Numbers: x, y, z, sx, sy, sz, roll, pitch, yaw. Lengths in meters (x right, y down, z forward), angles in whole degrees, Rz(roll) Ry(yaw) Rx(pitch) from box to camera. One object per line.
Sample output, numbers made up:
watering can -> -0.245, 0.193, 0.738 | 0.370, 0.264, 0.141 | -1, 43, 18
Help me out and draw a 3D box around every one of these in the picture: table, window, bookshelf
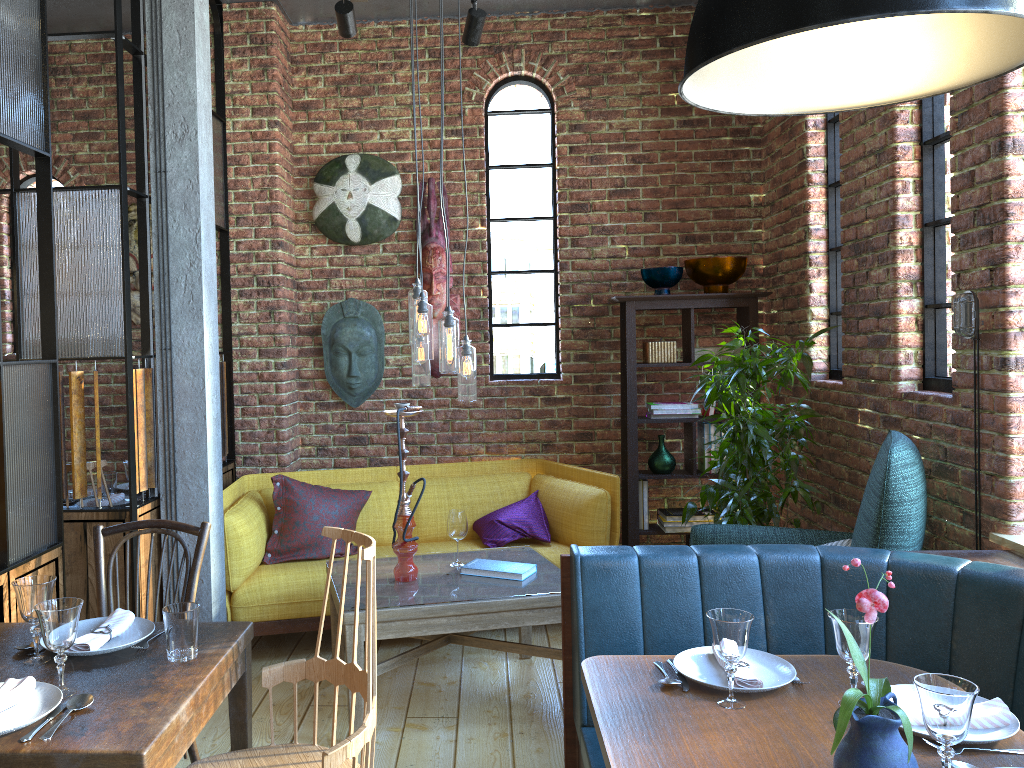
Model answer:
table -> -1.042, 1.018, 1.998 | 0.754, 0.726, 0.748 | -1, 2, 1
window -> 0.796, -0.705, 2.600 | 3.293, 2.427, 8.909 | -3, 3, -34
table -> -0.254, 1.026, 3.593 | 0.917, 0.508, 0.766 | -2, 2, -13
table -> 0.607, 1.037, 1.418 | 0.825, 0.660, 1.536 | -1, 3, 0
bookshelf -> 0.970, 0.351, 4.820 | 0.821, 1.666, 0.315 | -1, 1, 3
table -> -1.928, 0.922, 4.344 | 0.754, 0.726, 0.748 | -1, 2, 1

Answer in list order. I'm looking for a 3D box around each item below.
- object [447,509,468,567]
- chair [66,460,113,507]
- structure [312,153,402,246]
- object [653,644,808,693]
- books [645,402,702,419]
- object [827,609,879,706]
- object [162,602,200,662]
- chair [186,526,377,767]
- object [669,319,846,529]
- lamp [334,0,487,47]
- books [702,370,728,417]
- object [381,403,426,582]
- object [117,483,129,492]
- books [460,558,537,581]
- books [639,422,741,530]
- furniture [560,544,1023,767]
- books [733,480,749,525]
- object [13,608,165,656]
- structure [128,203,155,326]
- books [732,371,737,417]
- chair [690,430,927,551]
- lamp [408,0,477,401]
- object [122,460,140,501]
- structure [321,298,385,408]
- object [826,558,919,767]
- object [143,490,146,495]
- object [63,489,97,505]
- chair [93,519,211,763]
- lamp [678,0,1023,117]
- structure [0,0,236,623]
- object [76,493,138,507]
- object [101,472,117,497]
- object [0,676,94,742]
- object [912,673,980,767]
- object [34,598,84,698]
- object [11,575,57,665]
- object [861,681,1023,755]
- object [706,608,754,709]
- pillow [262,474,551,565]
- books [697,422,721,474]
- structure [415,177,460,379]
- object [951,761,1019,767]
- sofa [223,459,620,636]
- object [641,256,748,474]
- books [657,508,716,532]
object -> -0.230, 0.650, 3.728 | 0.095, 0.228, 0.087 | 0, 2, 39
chair -> -1.844, 0.814, 3.772 | 0.526, 1.005, 0.459 | -2, 2, -12
structure -> -0.893, -1.060, 5.060 | 0.534, 0.520, 0.146 | -1, 1, 3
object -> 0.496, 0.652, 2.044 | 0.328, 0.051, 0.267 | -1, 3, 5
books -> 0.880, 0.144, 4.821 | 0.270, 0.080, 0.178 | -1, 3, 2
object -> 0.722, 0.585, 1.862 | 0.102, 0.191, 0.094 | 0, 2, 30
object -> -0.776, 0.583, 2.070 | 0.083, 0.119, 0.085 | -2, 2, -9
chair -> -0.510, 0.868, 2.023 | 0.434, 1.005, 0.556 | -2, 2, -28
object -> 1.073, 0.465, 3.958 | 0.705, 1.527, 0.884 | -2, 2, -21
lamp -> -3.146, -1.592, 1.568 | 6.290, 0.273, 7.208 | -1, 3, 1
books -> 1.116, 0.050, 4.822 | 0.124, 0.258, 0.162 | -1, 2, 0
object -> -0.423, 0.431, 3.468 | 0.167, 0.703, 0.263 | -2, 2, -9
object -> -1.929, 0.521, 4.567 | 0.328, 0.051, 0.267 | -1, 3, 5
books -> -0.055, 0.753, 3.584 | 0.283, 0.028, 0.155 | 0, 3, 26
books -> 0.969, 0.498, 4.829 | 0.589, 0.574, 0.190 | -1, 1, 2
furniture -> 0.879, 0.950, 1.389 | 1.370, 0.821, 2.607 | -1, 3, 0
books -> 1.231, 0.642, 4.821 | 0.085, 0.272, 0.189 | -1, 2, -1
object -> -1.047, 0.619, 2.196 | 0.328, 0.051, 0.267 | -1, 3, 5
structure -> -2.164, -0.700, 5.158 | 0.592, 0.726, 0.126 | -1, 1, 3
books -> 1.219, 0.048, 4.806 | 0.080, 0.257, 0.177 | -1, 2, -1
chair -> 0.919, 0.720, 3.199 | 1.071, 1.097, 0.778 | 0, 2, 25
lamp -> -0.436, -0.985, 3.615 | 0.522, 2.118, 0.278 | -1, 1, 27
object -> -1.821, 0.464, 4.237 | 0.102, 0.191, 0.095 | -1, 2, 21
structure -> -0.917, -0.178, 5.080 | 0.370, 0.639, 0.103 | -1, 1, 4
object -> 0.606, 0.489, 1.484 | 0.141, 0.431, 0.211 | -1, 2, 19
object -> -1.811, 0.491, 4.411 | 0.088, 0.119, 0.081 | 0, 2, 32
object -> -2.164, 0.540, 4.316 | 0.272, 0.051, 0.322 | -1, 3, 4
chair -> -1.089, 0.894, 2.530 | 0.403, 0.914, 0.525 | -2, 2, -5
lamp -> 0.524, -1.153, 1.381 | 0.545, 1.325, 0.513 | -1, 2, 19
structure -> -3.512, -0.181, 1.339 | 5.902, 3.323, 5.983 | -2, 3, -15
object -> -1.868, 0.543, 4.103 | 0.328, 0.051, 0.267 | -1, 3, 5
object -> -1.992, 0.499, 4.352 | 0.088, 0.119, 0.081 | 0, 2, 32
object -> -1.022, 0.641, 1.751 | 0.328, 0.051, 0.267 | -1, 3, 5
object -> 0.736, 0.603, 1.495 | 0.102, 0.191, 0.094 | 0, 2, 30
object -> -0.960, 0.563, 1.872 | 0.094, 0.191, 0.103 | -3, 2, -42
object -> -1.121, 0.557, 2.074 | 0.095, 0.191, 0.102 | -2, 2, -24
object -> 0.862, 0.656, 1.794 | 0.272, 0.051, 0.322 | -1, 3, 4
object -> 0.469, 0.590, 1.889 | 0.102, 0.191, 0.094 | 0, 2, 30
pillow -> -0.543, 0.654, 4.589 | 1.474, 0.453, 0.406 | -2, 2, -9
books -> 1.079, 0.344, 4.820 | 0.086, 0.272, 0.172 | -1, 2, -1
structure -> -0.447, -0.601, 5.093 | 0.216, 1.145, 0.237 | -3, 2, -43
object -> 0.873, 0.674, 1.424 | 0.272, 0.051, 0.322 | -1, 3, 4
sofa -> -0.521, 0.856, 4.557 | 1.954, 0.762, 0.807 | -2, 2, -13
object -> 0.984, 0.206, 4.801 | 0.607, 1.760, 0.328 | -1, 1, -3
books -> 0.961, 0.741, 4.811 | 0.305, 0.088, 0.243 | -1, 3, 4
